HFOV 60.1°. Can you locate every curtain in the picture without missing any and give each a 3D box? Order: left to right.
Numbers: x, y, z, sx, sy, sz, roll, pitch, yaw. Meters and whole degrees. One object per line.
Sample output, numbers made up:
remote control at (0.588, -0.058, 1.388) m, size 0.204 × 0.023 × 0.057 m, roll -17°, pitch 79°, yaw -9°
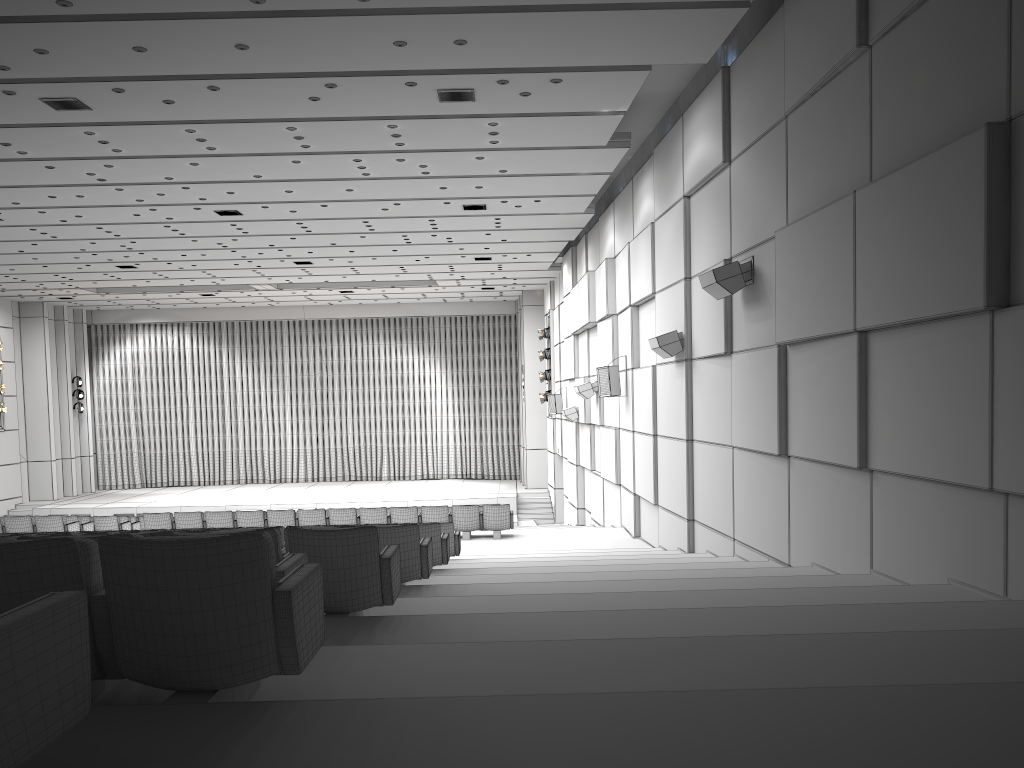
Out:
curtain at (-7.435, 0.511, 33.410) m, size 16.130 × 6.540 × 1.425 m, roll -1°, pitch 3°, yaw 0°

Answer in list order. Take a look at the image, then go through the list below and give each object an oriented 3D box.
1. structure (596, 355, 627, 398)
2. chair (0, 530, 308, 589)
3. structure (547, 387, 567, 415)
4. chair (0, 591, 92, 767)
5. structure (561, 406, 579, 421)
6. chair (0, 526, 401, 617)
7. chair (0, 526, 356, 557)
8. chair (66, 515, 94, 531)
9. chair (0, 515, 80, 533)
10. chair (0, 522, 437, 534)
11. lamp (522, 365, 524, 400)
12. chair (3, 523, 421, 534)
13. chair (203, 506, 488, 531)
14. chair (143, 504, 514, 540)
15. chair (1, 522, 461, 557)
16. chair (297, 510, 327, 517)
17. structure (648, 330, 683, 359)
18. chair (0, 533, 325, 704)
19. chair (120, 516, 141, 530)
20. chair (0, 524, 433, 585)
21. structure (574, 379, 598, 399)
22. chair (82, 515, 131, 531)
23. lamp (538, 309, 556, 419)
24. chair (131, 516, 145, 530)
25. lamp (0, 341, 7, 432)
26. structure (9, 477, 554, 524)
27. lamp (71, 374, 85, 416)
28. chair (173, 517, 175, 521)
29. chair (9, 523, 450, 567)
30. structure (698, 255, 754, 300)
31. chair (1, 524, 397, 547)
structure at (1.806, -0.133, 15.907) m, size 0.409 × 0.746 × 0.409 m, roll -3°, pitch 3°, yaw -43°
chair at (-7.566, 1.080, 3.897) m, size 13.200 × 0.623 × 0.611 m, roll -1°, pitch 1°, yaw 0°
structure at (1.259, 0.467, 24.299) m, size 0.409 × 0.746 × 0.409 m, roll -3°, pitch 3°, yaw -43°
chair at (-7.559, 0.742, 1.683) m, size 13.200 × 0.623 × 0.611 m, roll -1°, pitch 1°, yaw 0°
structure at (1.464, 0.697, 21.553) m, size 0.470 × 0.418 × 0.519 m, roll -1°, pitch 1°, yaw -3°
chair at (-7.543, 1.248, 5.003) m, size 13.750 × 0.623 × 0.611 m, roll -1°, pitch 1°, yaw 0°
chair at (-7.573, 1.417, 6.110) m, size 13.200 × 0.623 × 0.611 m, roll -1°, pitch 1°, yaw 0°
chair at (-11.231, 2.886, 17.061) m, size 6.050 × 0.623 × 0.611 m, roll -1°, pitch 1°, yaw 0°
chair at (-11.245, 2.718, 15.954) m, size 6.600 × 0.623 × 0.611 m, roll -1°, pitch 1°, yaw 0°
chair at (-7.595, 2.428, 12.749) m, size 13.200 × 0.623 × 0.611 m, roll -1°, pitch 1°, yaw 0°
lamp at (0.550, -0.014, 30.023) m, size 0.436 × 1.482 × 0.384 m, roll -2°, pitch 3°, yaw -4°
chair at (-7.588, 2.091, 10.536) m, size 13.200 × 0.623 × 0.611 m, roll -1°, pitch 1°, yaw 0°
chair at (-3.258, 2.697, 17.103) m, size 6.050 × 0.623 × 0.611 m, roll -1°, pitch 1°, yaw 0°
chair at (-3.272, 2.529, 15.996) m, size 6.600 × 0.623 × 0.611 m, roll -1°, pitch 1°, yaw 0°
chair at (-7.565, 2.259, 11.643) m, size 13.750 × 0.623 × 0.611 m, roll -1°, pitch 1°, yaw 0°
chair at (-3.279, 2.866, 18.209) m, size 6.600 × 0.623 × 0.611 m, roll -1°, pitch 1°, yaw 0°
structure at (2.170, -0.572, 12.217) m, size 0.470 × 0.418 × 0.519 m, roll -1°, pitch 1°, yaw -3°
chair at (-7.535, 0.910, 2.790) m, size 13.750 × 0.623 × 0.611 m, roll -1°, pitch 1°, yaw 0°
chair at (-11.239, 3.224, 19.274) m, size 6.050 × 0.623 × 0.611 m, roll -1°, pitch 1°, yaw 0°
chair at (-7.550, 1.585, 7.217) m, size 13.750 × 0.623 × 0.611 m, roll -1°, pitch 1°, yaw 0°
structure at (1.600, 0.114, 18.998) m, size 0.470 × 0.418 × 0.519 m, roll -1°, pitch 1°, yaw -5°
chair at (-11.252, 3.055, 18.167) m, size 6.600 × 0.623 × 0.611 m, roll -1°, pitch 1°, yaw 0°
lamp at (1.196, -0.594, 27.442) m, size 0.755 × 3.350 × 1.018 m, roll -2°, pitch 3°, yaw -5°
chair at (-11.260, 3.393, 20.380) m, size 6.600 × 0.623 × 0.611 m, roll -1°, pitch 1°, yaw 0°
lamp at (-16.127, -0.183, 27.330) m, size 0.746 × 3.350 × 1.017 m, roll -1°, pitch 3°, yaw 0°
structure at (-7.281, 4.149, 30.475) m, size 17.819 × 0.848 × 8.301 m, roll -1°, pitch -1°, yaw 0°
lamp at (-15.315, 0.382, 31.133) m, size 0.436 × 1.482 × 0.384 m, roll -1°, pitch 3°, yaw 4°
chair at (-11.267, 3.730, 22.594) m, size 6.600 × 0.623 × 0.611 m, roll -1°, pitch 1°, yaw 0°
chair at (-7.557, 1.922, 9.430) m, size 13.750 × 0.623 × 0.611 m, roll -1°, pitch 1°, yaw 0°
structure at (2.342, -1.155, 9.668) m, size 0.471 × 0.419 × 0.519 m, roll -1°, pitch 1°, yaw -4°
chair at (-7.580, 1.754, 8.323) m, size 13.200 × 0.623 × 0.611 m, roll -1°, pitch 1°, yaw 0°
